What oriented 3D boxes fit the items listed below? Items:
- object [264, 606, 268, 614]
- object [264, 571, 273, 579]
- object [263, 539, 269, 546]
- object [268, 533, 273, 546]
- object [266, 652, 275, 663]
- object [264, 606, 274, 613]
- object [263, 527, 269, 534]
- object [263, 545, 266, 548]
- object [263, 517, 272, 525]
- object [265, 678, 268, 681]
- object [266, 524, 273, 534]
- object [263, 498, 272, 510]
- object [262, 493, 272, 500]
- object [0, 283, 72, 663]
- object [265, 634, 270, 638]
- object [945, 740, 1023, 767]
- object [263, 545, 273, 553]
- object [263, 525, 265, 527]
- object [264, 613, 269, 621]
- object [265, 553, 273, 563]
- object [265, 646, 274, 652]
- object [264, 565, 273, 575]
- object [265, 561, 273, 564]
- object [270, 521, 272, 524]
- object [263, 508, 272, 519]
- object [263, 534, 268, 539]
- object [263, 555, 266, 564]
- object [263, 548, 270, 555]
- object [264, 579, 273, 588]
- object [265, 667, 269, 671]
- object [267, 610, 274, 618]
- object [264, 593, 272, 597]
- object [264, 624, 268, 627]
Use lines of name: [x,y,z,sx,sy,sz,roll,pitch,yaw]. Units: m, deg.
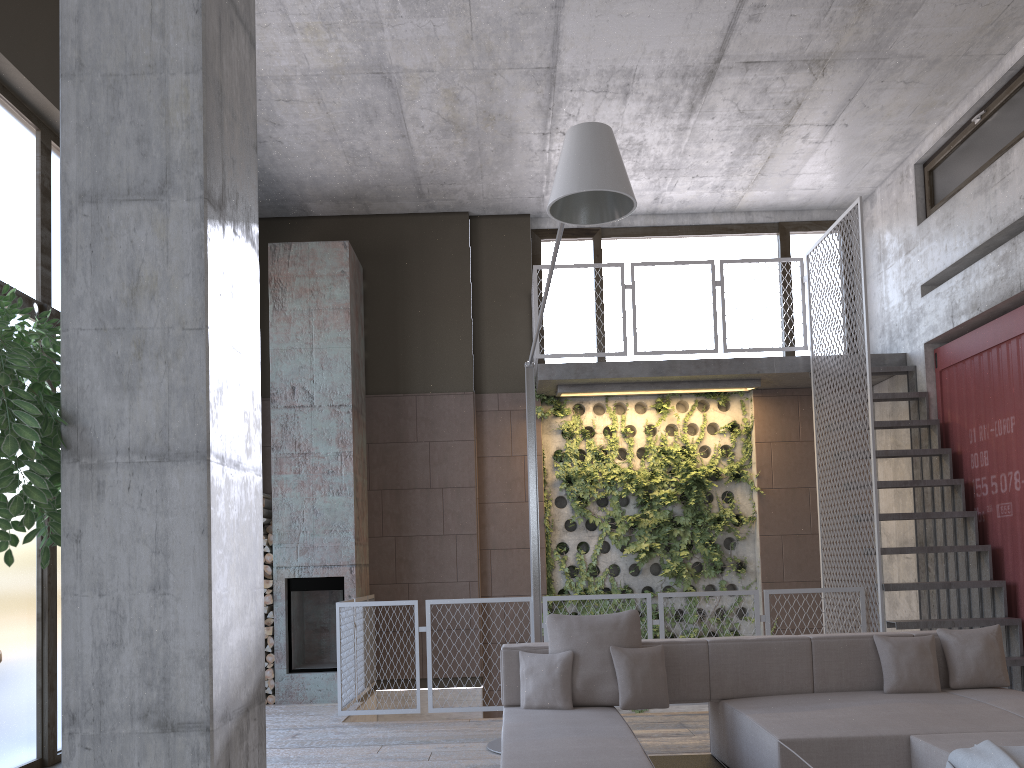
object: [-2.502,2.272,8.794,0.104,0.100,0.297,-2,-11,-1]
object: [-2.406,1.911,8.779,0.101,0.085,0.369,-2,-11,-1]
object: [-2.431,1.596,8.760,0.066,0.083,0.433,-1,-11,-3]
object: [-2.365,1.559,8.769,0.063,0.124,0.370,-2,-11,-2]
object: [-2.340,2.704,8.717,0.091,0.090,0.445,-2,-11,-1]
object: [-2.412,2.246,8.725,0.066,0.083,0.433,-1,-11,-3]
object: [-2.467,1.470,8.782,0.067,0.070,0.431,-2,-11,-1]
object: [-2.521,1.622,8.829,0.104,0.100,0.297,-2,-11,-1]
object: [-2.425,1.367,8.742,0.066,0.066,0.430,-2,-11,-1]
object: [-2.428,2.886,8.679,0.122,0.066,0.370,-2,-11,1]
object: [-2.386,1.471,8.845,0.100,0.100,0.298,-2,-11,1]
object: [-2.489,1.207,8.819,0.099,0.106,0.299,-2,-11,1]
object: [-2.493,1.125,8.793,0.087,0.055,0.338,-2,-11,-1]
object: [-1.610,0.580,2.547,1.002,1.840,0.978,2,-6,-34]
object: [-2.413,2.474,8.734,0.091,0.088,0.463,-2,-11,-1]
object: [2.064,1.555,2.897,1.047,0.495,1.621,-5,-11,18]
object: [-2.400,1.651,8.764,0.071,0.071,0.430,-2,-11,-1]
object: [-2.568,1.414,8.753,0.115,0.078,0.443,-2,-11,-1]
object: [-2.457,2.330,8.703,0.091,0.088,0.463,-2,-11,1]
object: [-2.370,1.740,8.769,0.091,0.090,0.445,-2,-11,-1]
object: [-2.371,2.609,8.712,0.071,0.071,0.430,-2,-11,-1]
object: [-2.386,1.850,8.713,0.088,0.106,0.372,-2,-11,-1]
object: [-2.371,1.739,8.732,0.101,0.101,0.298,-2,-11,1]
object: [-2.376,1.396,8.849,0.064,0.047,0.255,-2,-11,1]
object: [-2.468,1.289,8.740,0.093,0.091,0.445,-2,-11,-1]
object: [-2.469,1.530,8.751,0.122,0.066,0.370,-2,-11,1]
object: [-2.456,1.751,8.772,0.091,0.088,0.463,-2,-11,-1]
object: [-2.476,1.681,8.781,0.115,0.078,0.443,-2,-11,-1]
object: [-2.368,1.987,8.740,0.093,0.082,0.488,-2,-11,-1]
object: [-2.426,2.826,8.709,0.067,0.070,0.431,-2,-11,-1]
object: [-2.356,2.275,8.723,0.066,0.083,0.433,-1,-11,-3]
object: [-2.447,2.119,8.747,0.067,0.070,0.431,-2,-11,-1]
object: [-2.521,2.400,8.718,0.093,0.082,0.488,-2,-11,-1]
